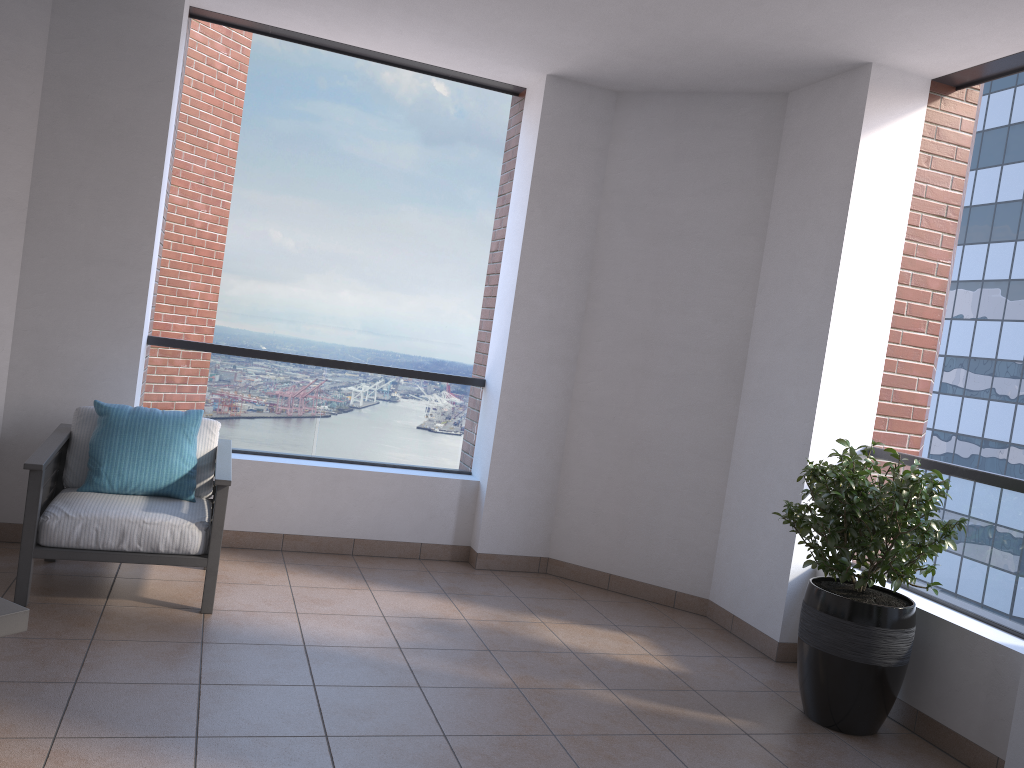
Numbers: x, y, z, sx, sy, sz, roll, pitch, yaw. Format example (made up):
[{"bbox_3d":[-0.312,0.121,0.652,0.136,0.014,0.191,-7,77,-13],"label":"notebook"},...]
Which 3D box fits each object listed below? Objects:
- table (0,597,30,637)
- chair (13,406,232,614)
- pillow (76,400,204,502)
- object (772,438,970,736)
[{"bbox_3d":[-1.899,0.760,1.943,0.710,0.473,1.260,10,3,26],"label":"table"},{"bbox_3d":[-1.728,0.538,4.056,0.797,0.765,0.807,7,3,-18],"label":"chair"},{"bbox_3d":[-1.722,0.313,4.141,0.510,0.426,0.316,7,3,-21],"label":"pillow"},{"bbox_3d":[1.446,0.861,3.699,0.691,1.264,0.681,8,3,-15],"label":"object"}]
